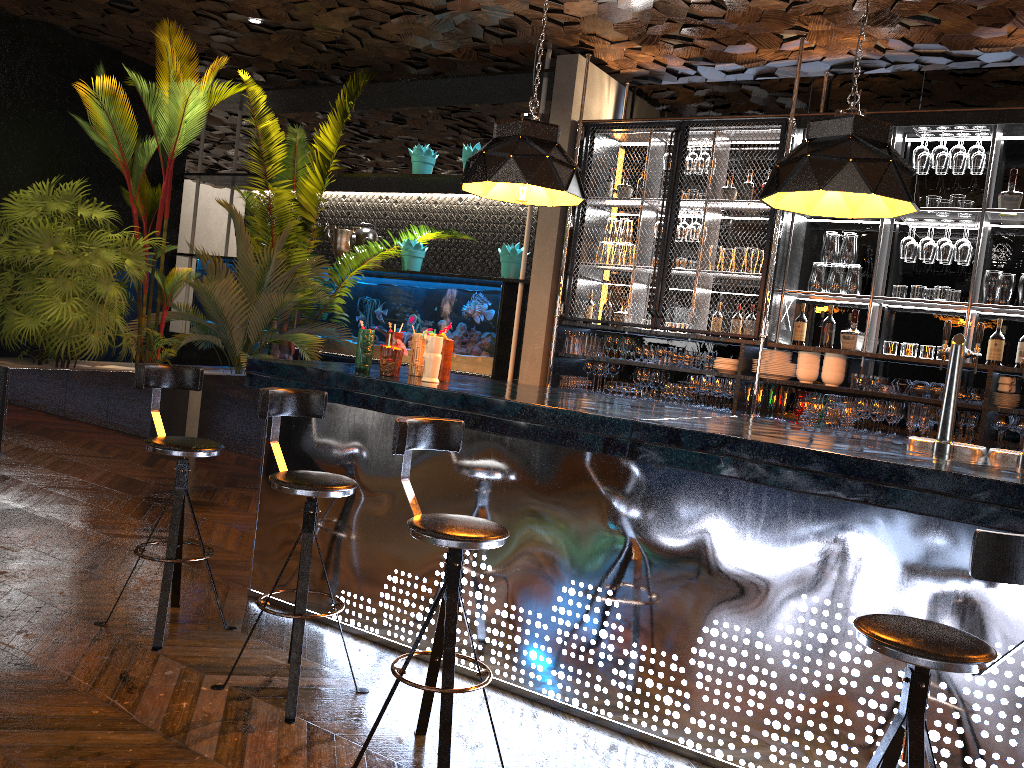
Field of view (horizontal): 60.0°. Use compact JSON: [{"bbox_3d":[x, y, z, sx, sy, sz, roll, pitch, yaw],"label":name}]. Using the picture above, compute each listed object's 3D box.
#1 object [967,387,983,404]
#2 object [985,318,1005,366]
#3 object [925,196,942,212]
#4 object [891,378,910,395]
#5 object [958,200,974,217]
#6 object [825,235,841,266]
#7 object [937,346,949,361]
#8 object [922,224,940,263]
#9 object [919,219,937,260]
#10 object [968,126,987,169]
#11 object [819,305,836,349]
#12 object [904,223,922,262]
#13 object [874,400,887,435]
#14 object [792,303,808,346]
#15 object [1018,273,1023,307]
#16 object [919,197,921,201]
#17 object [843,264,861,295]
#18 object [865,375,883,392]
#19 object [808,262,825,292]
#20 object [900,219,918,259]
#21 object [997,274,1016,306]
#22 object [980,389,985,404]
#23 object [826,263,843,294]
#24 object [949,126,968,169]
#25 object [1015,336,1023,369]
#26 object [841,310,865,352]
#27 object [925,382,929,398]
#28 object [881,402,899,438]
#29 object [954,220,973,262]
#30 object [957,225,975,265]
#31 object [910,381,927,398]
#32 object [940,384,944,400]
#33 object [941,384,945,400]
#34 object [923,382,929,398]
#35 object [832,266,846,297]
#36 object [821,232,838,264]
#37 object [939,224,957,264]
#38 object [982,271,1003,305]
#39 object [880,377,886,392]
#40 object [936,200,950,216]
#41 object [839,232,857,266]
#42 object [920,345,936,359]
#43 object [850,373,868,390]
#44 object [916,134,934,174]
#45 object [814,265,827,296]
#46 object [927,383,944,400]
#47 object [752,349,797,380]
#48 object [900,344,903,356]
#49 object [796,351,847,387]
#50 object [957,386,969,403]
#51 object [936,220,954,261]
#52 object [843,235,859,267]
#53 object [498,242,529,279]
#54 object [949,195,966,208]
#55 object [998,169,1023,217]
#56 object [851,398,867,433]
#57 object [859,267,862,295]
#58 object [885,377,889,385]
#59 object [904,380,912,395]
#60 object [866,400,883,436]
[{"bbox_3d":[2.801,0.073,5.367,0.095,0.096,0.095,5,4,-34],"label":"object"},{"bbox_3d":[2.972,-0.252,5.438,0.086,0.299,0.086,6,3,-9],"label":"object"},{"bbox_3d":[2.663,-1.136,5.612,0.089,0.092,0.089,7,3,0],"label":"object"},{"bbox_3d":[2.441,0.017,5.578,0.109,0.100,0.109,8,3,15],"label":"object"},{"bbox_3d":[2.880,-1.112,5.635,0.089,0.092,0.089,7,3,0],"label":"object"},{"bbox_3d":[2.189,-0.912,6.049,0.105,0.209,0.105,6,3,-13],"label":"object"},{"bbox_3d":[2.704,-0.186,5.548,0.089,0.092,0.089,10,4,42],"label":"object"},{"bbox_3d":[2.695,-0.902,5.703,0.092,0.244,0.092,6,3,-8],"label":"object"},{"bbox_3d":[2.608,-0.905,5.563,0.092,0.244,0.092,6,3,-8],"label":"object"},{"bbox_3d":[2.846,-1.448,5.427,0.092,0.244,0.092,6,3,-8],"label":"object"},{"bbox_3d":[2.119,-0.380,5.932,0.086,0.297,0.086,5,3,-24],"label":"object"},{"bbox_3d":[2.602,-0.917,5.760,0.092,0.244,0.092,6,3,-8],"label":"object"},{"bbox_3d":[2.360,0.215,5.704,0.084,0.216,0.084,8,3,24],"label":"object"},{"bbox_3d":[1.974,-0.403,6.059,0.086,0.299,0.086,6,3,-9],"label":"object"},{"bbox_3d":[3.095,-0.555,5.320,0.105,0.209,0.105,6,3,-13],"label":"object"},{"bbox_3d":[2.573,-1.152,5.695,0.089,0.092,0.089,7,3,0],"label":"object"},{"bbox_3d":[2.253,-0.684,5.860,0.105,0.209,0.105,6,3,-13],"label":"object"},{"bbox_3d":[2.306,-0.002,5.657,0.100,0.100,0.089,6,3,-22],"label":"object"},{"bbox_3d":[2.062,-0.713,5.993,0.105,0.209,0.105,6,3,-13],"label":"object"},{"bbox_3d":[2.515,-0.919,5.620,0.092,0.244,0.092,6,3,-8],"label":"object"},{"bbox_3d":[3.034,-0.570,5.461,0.105,0.209,0.105,6,3,-13],"label":"object"},{"bbox_3d":[2.862,0.075,5.455,0.095,0.096,0.095,6,3,-18],"label":"object"},{"bbox_3d":[2.162,-0.698,5.931,0.105,0.209,0.105,6,3,-13],"label":"object"},{"bbox_3d":[2.759,-1.461,5.481,0.092,0.244,0.092,6,3,-8],"label":"object"},{"bbox_3d":[3.118,-0.233,5.377,0.086,0.298,0.086,6,3,-9],"label":"object"},{"bbox_3d":[2.256,-0.350,5.860,0.123,0.279,0.123,4,4,-45],"label":"object"},{"bbox_3d":[2.641,0.034,5.700,0.093,0.099,0.093,9,4,33],"label":"object"},{"bbox_3d":[2.365,0.223,5.546,0.084,0.216,0.084,6,3,-16],"label":"object"},{"bbox_3d":[2.778,-0.880,5.456,0.092,0.244,0.092,6,3,-8],"label":"object"},{"bbox_3d":[2.865,-0.877,5.597,0.092,0.244,0.092,6,3,-8],"label":"object"},{"bbox_3d":[2.530,0.031,5.519,0.093,0.099,0.093,4,4,-42],"label":"object"},{"bbox_3d":[2.642,0.044,5.517,0.093,0.099,0.093,7,3,3],"label":"object"},{"bbox_3d":[2.699,0.047,5.600,0.093,0.099,0.093,8,3,19],"label":"object"},{"bbox_3d":[2.587,0.033,5.611,0.093,0.099,0.093,8,3,19],"label":"object"},{"bbox_3d":[2.214,-0.697,6.028,0.105,0.209,0.105,6,3,-13],"label":"object"},{"bbox_3d":[2.134,-0.913,5.951,0.105,0.209,0.105,6,3,-13],"label":"object"},{"bbox_3d":[2.778,-0.890,5.651,0.092,0.244,0.092,6,3,-8],"label":"object"},{"bbox_3d":[2.920,-0.580,5.397,0.105,0.209,0.105,6,3,-13],"label":"object"},{"bbox_3d":[2.370,0.000,5.760,0.100,0.100,0.089,6,3,-16],"label":"object"},{"bbox_3d":[2.769,-1.128,5.691,0.089,0.092,0.089,10,4,42],"label":"object"},{"bbox_3d":[2.237,-0.898,5.898,0.105,0.209,0.105,6,3,-13],"label":"object"},{"bbox_3d":[2.649,-0.198,5.657,0.089,0.092,0.089,10,4,42],"label":"object"},{"bbox_3d":[2.208,-0.014,5.653,0.100,0.100,0.089,9,4,36],"label":"object"},{"bbox_3d":[2.669,-1.485,5.731,0.092,0.244,0.092,6,3,-8],"label":"object"},{"bbox_3d":[2.114,-0.713,6.098,0.105,0.209,0.105,6,3,-13],"label":"object"},{"bbox_3d":[2.590,0.043,5.426,0.093,0.099,0.093,4,4,-39],"label":"object"},{"bbox_3d":[1.794,-0.132,6.046,0.306,0.195,0.300,9,4,33],"label":"object"},{"bbox_3d":[2.584,-0.213,5.797,0.089,0.092,0.089,7,3,3],"label":"object"},{"bbox_3d":[2.038,-0.104,5.856,0.309,0.216,0.149,8,3,29],"label":"object"},{"bbox_3d":[2.704,0.062,5.343,0.095,0.096,0.095,7,3,6],"label":"object"},{"bbox_3d":[2.691,-0.893,5.511,0.092,0.244,0.092,6,3,-8],"label":"object"},{"bbox_3d":[2.282,-0.897,5.978,0.105,0.209,0.105,6,3,-13],"label":"object"},{"bbox_3d":[0.006,-0.990,7.187,0.265,0.325,0.245,8,3,25],"label":"object"},{"bbox_3d":[2.758,-1.119,5.494,0.089,0.092,0.089,7,3,0],"label":"object"},{"bbox_3d":[3.043,-1.168,5.408,0.123,0.279,0.123,8,3,20],"label":"object"},{"bbox_3d":[2.210,0.200,5.644,0.084,0.216,0.084,8,3,20],"label":"object"},{"bbox_3d":[2.300,-0.683,5.962,0.105,0.209,0.105,6,3,-13],"label":"object"},{"bbox_3d":[2.427,0.002,5.843,0.089,0.100,0.100,8,3,25],"label":"object"},{"bbox_3d":[2.525,0.020,5.713,0.109,0.100,0.109,8,3,15],"label":"object"},{"bbox_3d":[2.289,0.212,5.593,0.084,0.216,0.084,4,4,-43],"label":"object"}]
